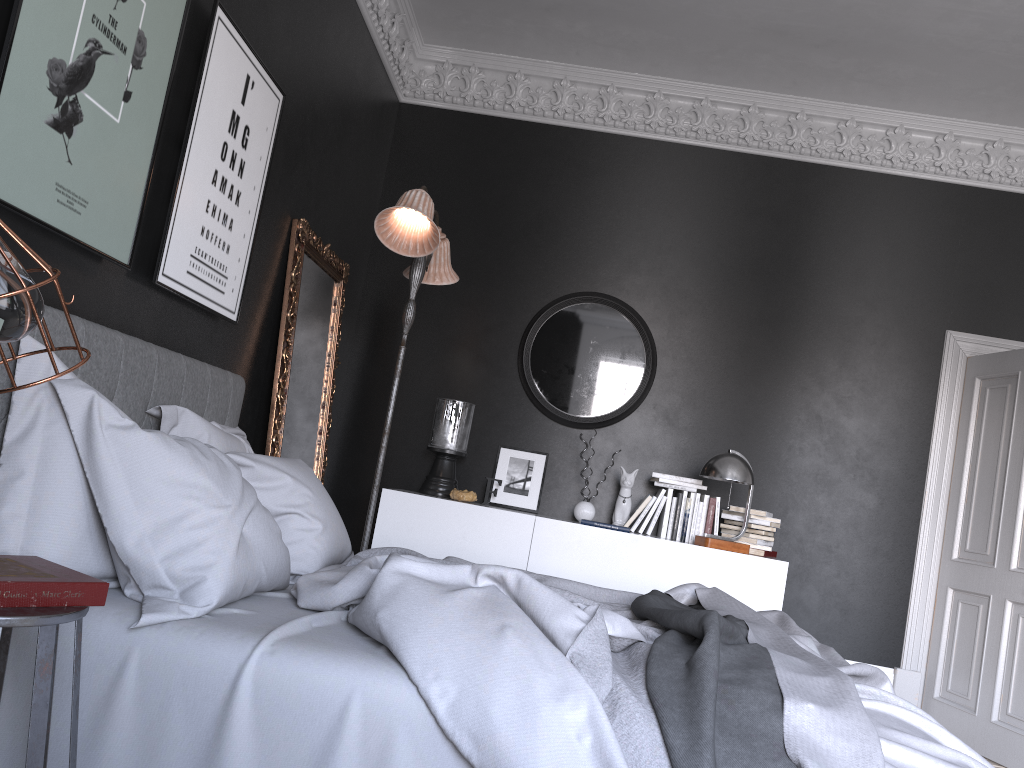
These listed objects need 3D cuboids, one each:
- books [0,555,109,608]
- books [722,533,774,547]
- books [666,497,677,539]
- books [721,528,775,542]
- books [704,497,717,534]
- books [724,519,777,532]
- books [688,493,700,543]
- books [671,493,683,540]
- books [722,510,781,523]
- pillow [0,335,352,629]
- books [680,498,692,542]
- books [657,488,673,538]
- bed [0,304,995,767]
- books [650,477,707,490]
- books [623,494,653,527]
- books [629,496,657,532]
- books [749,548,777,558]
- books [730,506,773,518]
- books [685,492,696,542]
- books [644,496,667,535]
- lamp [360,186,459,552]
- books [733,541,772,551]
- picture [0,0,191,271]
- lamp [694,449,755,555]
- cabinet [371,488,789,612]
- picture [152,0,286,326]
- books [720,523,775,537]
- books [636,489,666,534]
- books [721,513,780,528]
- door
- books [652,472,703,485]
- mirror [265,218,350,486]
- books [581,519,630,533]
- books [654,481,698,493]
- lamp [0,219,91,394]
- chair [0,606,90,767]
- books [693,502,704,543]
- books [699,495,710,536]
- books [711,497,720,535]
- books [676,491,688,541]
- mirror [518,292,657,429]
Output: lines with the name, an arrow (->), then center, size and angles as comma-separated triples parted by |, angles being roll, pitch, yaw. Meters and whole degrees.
books -> -0.992, 0.364, 1.656 | 0.275, 0.045, 0.347 | 6, -8, 34
books -> 1.458, 0.964, 5.491 | 0.229, 0.031, 0.319 | 6, -8, 34
books -> 0.991, 0.837, 5.551 | 0.026, 0.258, 0.196 | 10, -6, 5
books -> 1.460, 0.936, 5.503 | 0.203, 0.029, 0.268 | 13, -7, -25
books -> 1.216, 0.857, 5.536 | 0.038, 0.295, 0.236 | 10, -6, 5
books -> 1.476, 0.878, 5.506 | 0.193, 0.030, 0.289 | 13, -7, -21
books -> 1.127, 0.836, 5.541 | 0.024, 0.307, 0.220 | 10, -6, 5
books -> 1.019, 0.823, 5.525 | 0.030, 0.289, 0.193 | 10, -6, 4
books -> 1.490, 0.826, 5.537 | 0.220, 0.024, 0.307 | 13, -7, -20
pillow -> -0.963, 0.368, 2.934 | 0.680, 0.758, 1.834 | 10, -6, 4
books -> 1.069, 0.842, 5.504 | 0.029, 0.269, 0.205 | 10, -6, 5
books -> 0.964, 0.811, 5.582 | 0.030, 0.306, 0.221 | 10, -6, 5
bed -> 0.093, 0.729, 2.771 | 3.285, 1.296, 2.769 | 11, -6, -7
books -> 1.042, 0.626, 5.569 | 0.307, 0.024, 0.220 | 11, -6, -5
books -> 0.776, 0.802, 5.538 | 0.158, 0.246, 0.203 | 10, -6, 5
books -> 0.818, 0.814, 5.564 | 0.132, 0.244, 0.196 | 10, -6, 5
books -> 1.479, 1.027, 5.466 | 0.234, 0.038, 0.295 | 6, -7, 31
books -> 1.485, 0.794, 5.500 | 0.220, 0.030, 0.307 | 7, -7, 24
books -> 1.102, 0.835, 5.571 | 0.030, 0.306, 0.221 | 10, -6, 5
books -> 0.899, 0.822, 5.558 | 0.091, 0.256, 0.196 | 10, -6, 5
lamp -> -0.633, 0.221, 4.499 | 0.772, 2.407, 0.989 | 6, -7, 37
books -> 1.479, 0.996, 5.478 | 0.228, 0.025, 0.320 | 9, -7, 15
picture -> -1.212, -0.956, 2.623 | 0.014, 1.076, 0.793 | 10, -6, 5
lamp -> 1.262, 0.682, 5.249 | 0.341, 0.589, 0.329 | 12, -6, -15
cabinet -> 0.348, 1.287, 5.413 | 2.395, 0.881, 0.571 | 10, -6, 5
picture -> -1.152, -0.836, 3.586 | 0.014, 1.076, 0.793 | 10, -6, 5
books -> 1.460, 0.907, 5.514 | 0.289, 0.030, 0.193 | 6, -8, 36
books -> 0.870, 0.797, 5.561 | 0.126, 0.295, 0.220 | 10, -6, 5
books -> 1.487, 0.850, 5.514 | 0.306, 0.030, 0.221 | 6, -8, 34
door -> 2.895, 0.951, 5.155 | 0.216, 2.370, 1.099 | 11, -6, -8
books -> 1.047, 0.602, 5.598 | 0.306, 0.030, 0.221 | 9, -7, 14
mirror -> -1.153, 0.291, 4.901 | 0.254, 2.188, 0.993 | 10, -5, 5
books -> 0.560, 0.843, 5.271 | 0.289, 0.030, 0.193 | 9, -6, 10
books -> 1.031, 0.650, 5.568 | 0.258, 0.026, 0.196 | 9, -7, 15
lamp -> -1.175, 0.010, 0.623 | 0.436, 1.775, 1.723 | 5, -8, 43
chair -> -1.056, 0.714, 1.612 | 0.615, 0.671, 0.613 | 15, -8, -41
books -> 1.150, 0.864, 5.538 | 0.026, 0.258, 0.196 | 10, -6, 5
books -> 1.184, 0.849, 5.564 | 0.030, 0.306, 0.221 | 10, -6, 5
books -> 1.259, 0.858, 5.530 | 0.050, 0.307, 0.220 | 10, -6, 5
books -> 1.049, 0.823, 5.547 | 0.024, 0.307, 0.220 | 10, -6, 5
mirror -> 0.500, -0.162, 5.897 | 0.924, 0.923, 0.061 | 10, -5, 5
